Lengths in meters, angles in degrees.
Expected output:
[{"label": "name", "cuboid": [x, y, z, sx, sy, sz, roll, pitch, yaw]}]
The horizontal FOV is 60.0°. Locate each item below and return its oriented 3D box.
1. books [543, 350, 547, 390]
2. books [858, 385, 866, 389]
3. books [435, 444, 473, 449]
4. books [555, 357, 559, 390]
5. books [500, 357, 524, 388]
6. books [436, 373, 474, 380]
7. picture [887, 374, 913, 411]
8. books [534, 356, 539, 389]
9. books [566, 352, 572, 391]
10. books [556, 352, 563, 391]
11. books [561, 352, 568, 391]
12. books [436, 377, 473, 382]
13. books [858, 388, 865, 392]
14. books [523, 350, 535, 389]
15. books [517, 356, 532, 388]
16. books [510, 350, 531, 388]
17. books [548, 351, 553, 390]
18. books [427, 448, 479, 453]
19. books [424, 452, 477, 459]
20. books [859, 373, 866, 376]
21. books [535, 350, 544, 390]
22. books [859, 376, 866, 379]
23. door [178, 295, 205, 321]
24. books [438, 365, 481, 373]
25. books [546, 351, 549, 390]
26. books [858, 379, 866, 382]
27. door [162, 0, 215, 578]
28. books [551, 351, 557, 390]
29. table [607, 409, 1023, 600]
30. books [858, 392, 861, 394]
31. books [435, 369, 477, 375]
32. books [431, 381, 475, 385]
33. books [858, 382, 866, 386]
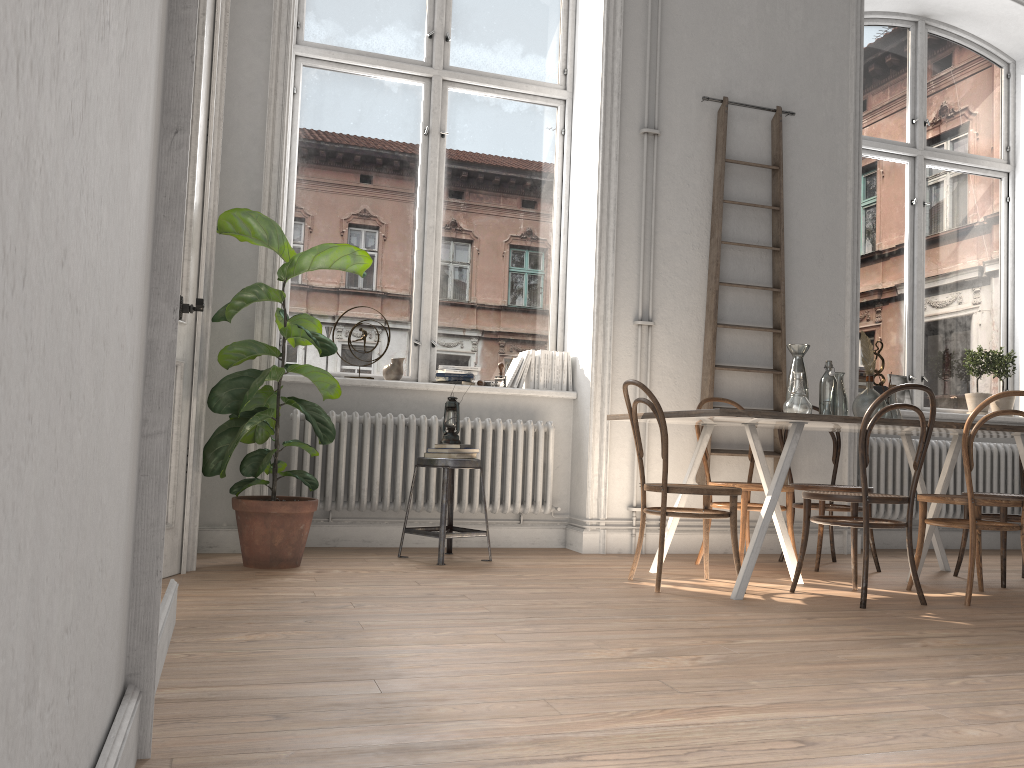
[{"label": "books", "cuboid": [0.173, -0.079, 5.449, 0.019, 0.243, 0.174, 3, -4, -18]}, {"label": "books", "cuboid": [2.344, 0.024, 6.127, 0.205, 0.022, 0.155, 3, -4, -3]}, {"label": "books", "cuboid": [-0.307, 0.330, 4.686, 0.147, 0.027, 0.221, 1, -4, 15]}, {"label": "books", "cuboid": [0.252, -0.055, 5.474, 0.020, 0.205, 0.155, 3, -4, -18]}, {"label": "books", "cuboid": [-0.003, -0.067, 5.396, 0.105, 0.194, 0.155, 3, -4, -19]}, {"label": "books", "cuboid": [-0.337, -0.045, 5.268, 0.221, 0.023, 0.147, 2, -4, -2]}, {"label": "picture", "cuboid": [2.726, 0.069, 6.296, 0.221, 0.264, 0.149, 5, -4, -34]}, {"label": "books", "cuboid": [0.130, -0.063, 5.435, 0.020, 0.205, 0.155, 3, -4, -18]}, {"label": "books", "cuboid": [0.329, -0.069, 5.498, 0.040, 0.244, 0.174, 3, -4, -18]}, {"label": "books", "cuboid": [0.269, -0.071, 5.502, 0.024, 0.243, 0.175, 3, -4, -18]}, {"label": "books", "cuboid": [0.299, -0.071, 5.491, 0.024, 0.243, 0.175, 3, -4, -18]}, {"label": "books", "cuboid": [-0.340, -0.024, 5.267, 0.205, 0.022, 0.155, 2, -4, 2]}, {"label": "books", "cuboid": [2.337, 0.049, 6.128, 0.245, 0.028, 0.193, 4, -4, -23]}, {"label": "books", "cuboid": [0.099, -0.082, 5.448, 0.024, 0.243, 0.175, 3, -4, -18]}, {"label": "books", "cuboid": [0.059, -0.066, 5.413, 0.072, 0.203, 0.155, 3, -4, -18]}, {"label": "books", "cuboid": [0.037, -0.084, 5.405, 0.100, 0.235, 0.174, 3, -4, -18]}, {"label": "books", "cuboid": [0.205, -0.075, 5.482, 0.024, 0.243, 0.175, 3, -4, -18]}, {"label": "books", "cuboid": [-0.309, 0.352, 4.683, 0.163, 0.029, 0.232, -1, -5, 43]}, {"label": "books", "cuboid": [-0.320, 0.377, 4.676, 0.194, 0.034, 0.246, 1, -4, 23]}, {"label": "books", "cuboid": [2.335, -0.063, 6.128, 0.231, 0.023, 0.162, 2, -4, -2]}, {"label": "books", "cuboid": [0.154, -0.081, 5.433, 0.024, 0.243, 0.175, 3, -4, -18]}, {"label": "books", "cuboid": [2.342, -0.042, 6.130, 0.244, 0.019, 0.174, 4, -4, -18]}, {"label": "door", "cuboid": [-0.906, -0.687, 2.304, 0.216, 2.813, 1.097, 3, -4, -16]}, {"label": "books", "cuboid": [-0.317, -0.090, 5.285, 0.244, 0.019, 0.174, 3, -4, -8]}, {"label": "books", "cuboid": [0.186, -0.077, 5.471, 0.019, 0.243, 0.174, 3, -4, -18]}, {"label": "books", "cuboid": [2.346, -0.021, 6.129, 0.205, 0.022, 0.155, 4, -4, -23]}, {"label": "door", "cuboid": [-1.419, -0.633, 3.359, 0.216, 2.813, 1.097, 2, -4, 7]}, {"label": "books", "cuboid": [0.232, -0.075, 5.467, 0.019, 0.243, 0.174, 3, -4, -18]}, {"label": "table", "cuboid": [1.686, 0.580, 4.341, 2.200, 0.779, 1.100, 4, -4, -18]}, {"label": "books", "cuboid": [2.338, 0.070, 6.126, 0.255, 0.014, 0.193, 3, -4, -14]}, {"label": "books", "cuboid": [-0.330, -0.067, 5.259, 0.205, 0.020, 0.155, 4, -5, -28]}, {"label": "books", "cuboid": [-0.348, -0.001, 5.267, 0.221, 0.023, 0.147, 0, -5, 31]}, {"label": "books", "cuboid": [2.347, 0.001, 6.134, 0.222, 0.024, 0.158, 4, -4, -18]}]
